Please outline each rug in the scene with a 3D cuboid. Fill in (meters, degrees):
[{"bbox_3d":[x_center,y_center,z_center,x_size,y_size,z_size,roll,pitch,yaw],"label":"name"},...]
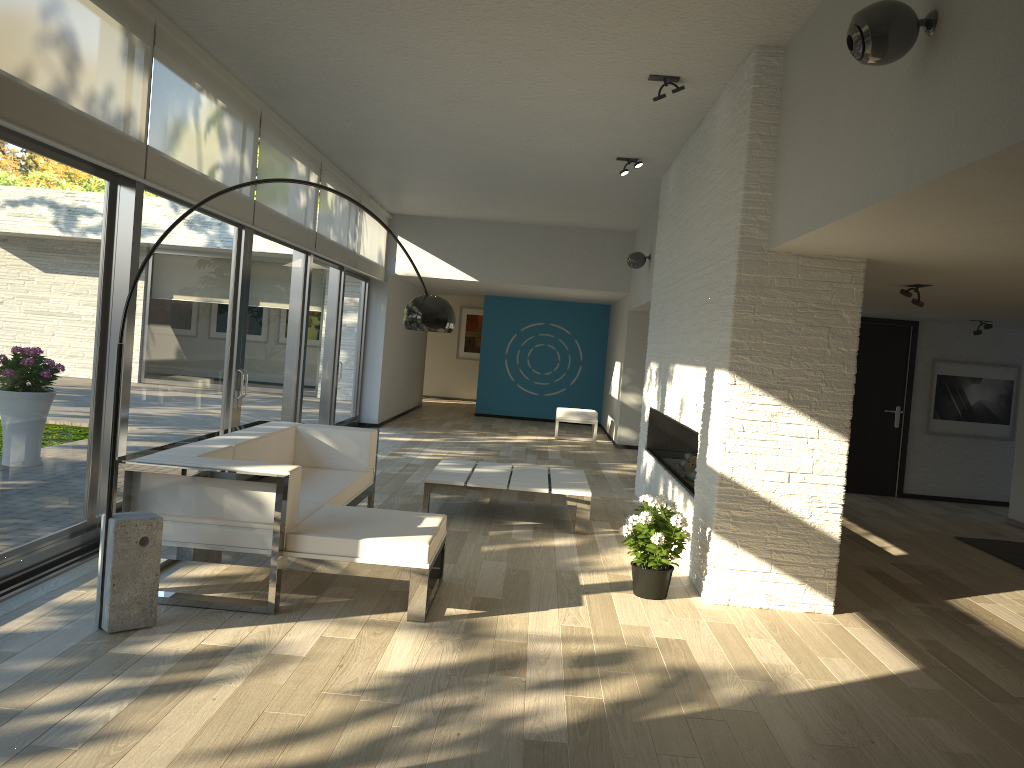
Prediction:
[{"bbox_3d":[4.220,1.380,6.546,0.979,0.011,1.999,5,2,2],"label":"rug"}]

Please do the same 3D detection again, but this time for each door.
[{"bbox_3d":[3.921,0.244,9.780,0.920,1.946,0.108,5,2,2],"label":"door"},{"bbox_3d":[-1.221,-0.166,8.715,19.440,2.373,22.957,5,2,2],"label":"door"}]

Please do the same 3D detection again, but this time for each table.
[{"bbox_3d":[-0.021,0.871,7.073,1.220,0.305,1.221,5,2,2],"label":"table"}]

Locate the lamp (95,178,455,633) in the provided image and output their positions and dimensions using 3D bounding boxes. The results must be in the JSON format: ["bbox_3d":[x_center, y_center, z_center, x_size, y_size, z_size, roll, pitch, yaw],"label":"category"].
[{"bbox_3d":[-0.994,0.047,4.267,0.283,2.023,1.753,6,3,44],"label":"lamp"}]

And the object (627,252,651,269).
[{"bbox_3d":[1.500,-1.439,10.340,0.315,0.203,0.201,5,2,2],"label":"object"}]

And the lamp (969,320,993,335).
[{"bbox_3d":[4.711,-0.560,8.896,0.234,0.153,0.135,5,2,2],"label":"lamp"}]

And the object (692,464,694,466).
[{"bbox_3d":[1.515,0.680,7.327,0.076,0.076,0.236,5,2,0],"label":"object"}]

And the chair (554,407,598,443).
[{"bbox_3d":[0.965,0.609,13.401,0.611,0.442,0.610,5,2,2],"label":"chair"}]

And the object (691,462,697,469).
[{"bbox_3d":[1.468,0.646,6.903,0.093,0.170,0.272,5,2,0],"label":"object"}]

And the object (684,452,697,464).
[{"bbox_3d":[1.487,0.613,7.336,0.082,0.073,0.237,5,2,1],"label":"object"}]

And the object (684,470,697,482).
[{"bbox_3d":[1.381,0.700,6.615,0.075,0.074,0.246,4,3,-20],"label":"object"}]

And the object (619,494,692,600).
[{"bbox_3d":[0.800,0.903,4.957,0.405,0.571,0.430,5,2,24],"label":"object"}]

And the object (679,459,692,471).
[{"bbox_3d":[1.443,0.673,7.342,0.075,0.074,0.246,5,2,0],"label":"object"}]

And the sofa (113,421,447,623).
[{"bbox_3d":[-1.116,0.688,5.283,1.545,0.654,2.405,5,2,2],"label":"sofa"}]

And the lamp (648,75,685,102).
[{"bbox_3d":[0.957,-1.815,5.495,0.234,0.153,0.135,5,2,2],"label":"lamp"}]

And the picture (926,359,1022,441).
[{"bbox_3d":[5.058,0.174,9.716,0.958,0.828,0.017,5,2,2],"label":"picture"}]

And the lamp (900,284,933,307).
[{"bbox_3d":[2.721,-0.595,6.002,0.135,0.153,0.234,5,2,2],"label":"lamp"}]

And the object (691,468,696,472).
[{"bbox_3d":[1.425,0.695,6.805,0.075,0.074,0.246,5,2,0],"label":"object"}]

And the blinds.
[{"bbox_3d":[-1.971,-1.691,6.849,0.056,0.983,11.534,5,2,2],"label":"blinds"}]

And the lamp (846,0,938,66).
[{"bbox_3d":[1.250,-1.135,2.878,0.315,0.203,0.201,5,2,2],"label":"lamp"}]

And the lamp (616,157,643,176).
[{"bbox_3d":[1.035,-1.910,7.814,0.234,0.153,0.135,5,2,2],"label":"lamp"}]

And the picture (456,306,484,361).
[{"bbox_3d":[-0.529,-1.098,19.866,1.378,1.190,0.017,5,2,2],"label":"picture"}]
